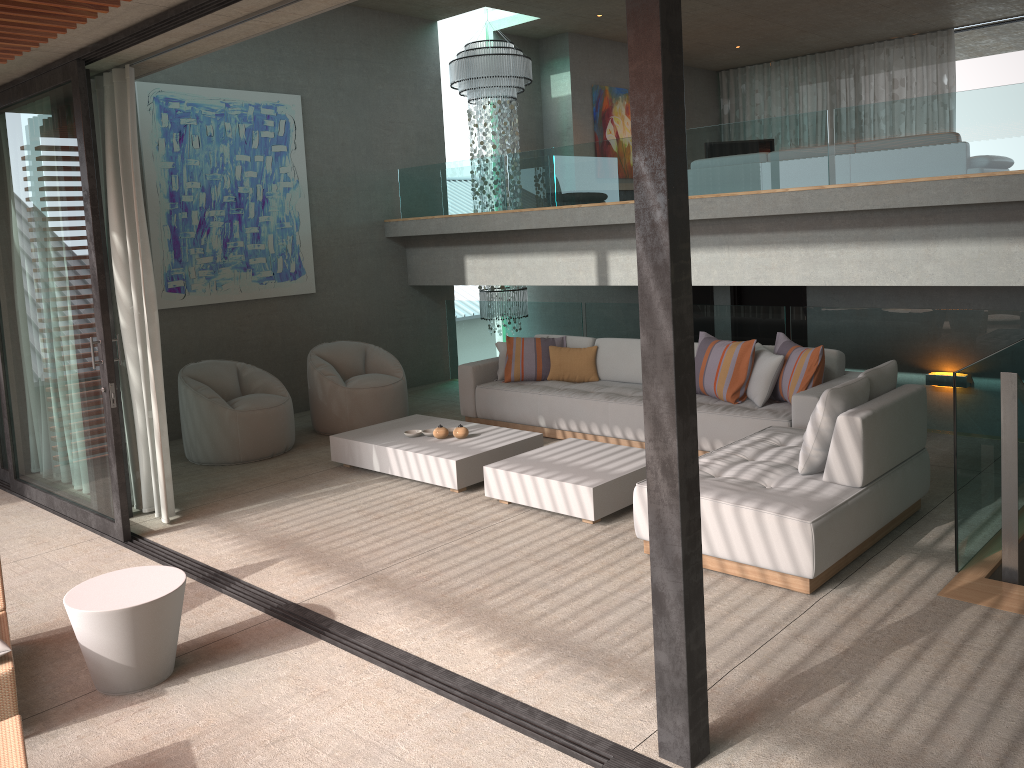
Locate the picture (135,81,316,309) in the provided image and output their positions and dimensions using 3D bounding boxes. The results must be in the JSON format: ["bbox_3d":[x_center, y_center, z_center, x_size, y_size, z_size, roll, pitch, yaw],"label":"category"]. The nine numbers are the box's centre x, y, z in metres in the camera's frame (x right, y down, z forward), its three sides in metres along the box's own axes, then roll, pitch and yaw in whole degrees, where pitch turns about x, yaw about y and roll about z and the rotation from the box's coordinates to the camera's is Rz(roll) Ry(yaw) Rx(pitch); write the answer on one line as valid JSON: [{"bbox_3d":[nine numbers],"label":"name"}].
[{"bbox_3d":[-2.724,-1.834,8.617,0.030,2.033,1.733,2,8,43],"label":"picture"}]

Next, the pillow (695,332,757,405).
[{"bbox_3d":[1.604,-0.123,6.844,0.312,0.490,0.742,-6,9,-23],"label":"pillow"}]

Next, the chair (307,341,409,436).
[{"bbox_3d":[-1.462,0.009,8.391,0.925,0.781,0.926,-7,9,-22],"label":"chair"}]

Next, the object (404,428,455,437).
[{"bbox_3d":[-0.604,0.373,6.735,0.437,0.039,0.156,-3,10,-1],"label":"object"}]

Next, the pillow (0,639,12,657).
[{"bbox_3d":[-2.269,0.987,3.350,0.598,0.192,0.596,-10,11,-35],"label":"pillow"}]

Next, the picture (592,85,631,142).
[{"bbox_3d":[1.721,-3.559,12.594,0.030,1.240,1.764,2,9,43],"label":"picture"}]

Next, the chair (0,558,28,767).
[{"bbox_3d":[-2.123,0.975,3.042,0.703,0.820,2.306,-8,10,-31],"label":"chair"}]

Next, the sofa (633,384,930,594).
[{"bbox_3d":[1.536,0.453,4.917,1.015,0.727,1.608,4,12,43],"label":"sofa"}]

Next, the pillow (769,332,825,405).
[{"bbox_3d":[2.067,-0.090,6.431,0.279,0.500,0.703,-4,8,-3],"label":"pillow"}]

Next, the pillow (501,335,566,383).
[{"bbox_3d":[0.207,-0.234,8.111,0.655,0.438,0.343,-4,7,-3],"label":"pillow"}]

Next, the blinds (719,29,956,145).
[{"bbox_3d":[5.016,-3.892,14.067,3.856,2.707,0.224,5,9,43],"label":"blinds"}]

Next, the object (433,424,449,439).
[{"bbox_3d":[-0.534,0.355,6.620,0.120,0.105,0.120,-10,11,-42],"label":"object"}]

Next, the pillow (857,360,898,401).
[{"bbox_3d":[2.071,0.135,5.121,0.238,0.494,0.496,2,9,43],"label":"pillow"}]

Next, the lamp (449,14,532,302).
[{"bbox_3d":[-0.189,-2.562,10.805,0.999,3.909,1.008,-1,6,23],"label":"lamp"}]

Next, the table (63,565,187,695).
[{"bbox_3d":[-1.607,1.045,3.726,0.475,0.390,0.480,0,9,25],"label":"table"}]

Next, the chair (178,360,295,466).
[{"bbox_3d":[-2.353,0.201,7.576,0.928,0.781,0.923,-10,11,-42],"label":"chair"}]

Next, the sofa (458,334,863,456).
[{"bbox_3d":[1.108,0.051,7.314,3.467,0.747,1.057,6,12,43],"label":"sofa"}]

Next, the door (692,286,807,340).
[{"bbox_3d":[2.349,0.548,2.031,5.769,4.435,15.490,-1,10,16],"label":"door"}]

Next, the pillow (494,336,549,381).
[{"bbox_3d":[0.111,-0.216,8.285,0.619,0.417,0.314,-5,7,-10],"label":"pillow"}]

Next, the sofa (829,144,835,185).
[{"bbox_3d":[3.171,-1.951,8.924,3.255,0.857,0.982,6,12,43],"label":"sofa"}]

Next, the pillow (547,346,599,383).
[{"bbox_3d":[0.547,-0.181,7.967,0.463,0.322,0.228,-2,7,6],"label":"pillow"}]

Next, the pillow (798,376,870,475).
[{"bbox_3d":[1.742,0.225,4.774,0.266,0.479,0.496,3,10,43],"label":"pillow"}]

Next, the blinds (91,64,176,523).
[{"bbox_3d":[-3.139,-0.643,6.444,2.430,2.901,0.224,3,8,43],"label":"blinds"}]

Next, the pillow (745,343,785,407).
[{"bbox_3d":[1.861,-0.077,6.647,0.239,0.402,0.600,-4,8,-3],"label":"pillow"}]

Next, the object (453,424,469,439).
[{"bbox_3d":[-0.382,0.352,6.590,0.119,0.105,0.120,-5,8,-12],"label":"object"}]
